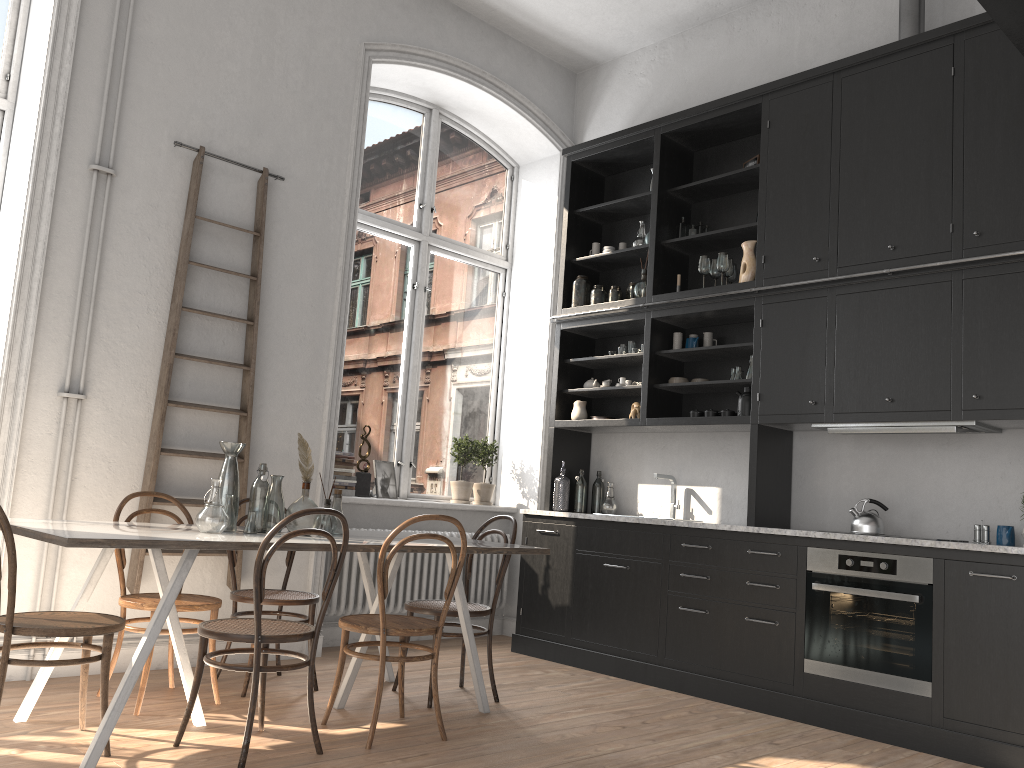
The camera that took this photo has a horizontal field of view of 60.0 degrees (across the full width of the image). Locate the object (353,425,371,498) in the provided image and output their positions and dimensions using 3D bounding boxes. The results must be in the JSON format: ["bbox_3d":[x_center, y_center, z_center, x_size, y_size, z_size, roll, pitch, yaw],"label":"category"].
[{"bbox_3d":[-0.999,0.516,5.973,0.122,0.487,0.102,6,-8,-19],"label":"object"}]

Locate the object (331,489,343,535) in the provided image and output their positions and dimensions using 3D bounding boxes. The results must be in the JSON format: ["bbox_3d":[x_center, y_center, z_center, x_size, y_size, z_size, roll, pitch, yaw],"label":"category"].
[{"bbox_3d":[-0.836,0.608,4.225,0.101,0.211,0.101,5,-7,-4],"label":"object"}]

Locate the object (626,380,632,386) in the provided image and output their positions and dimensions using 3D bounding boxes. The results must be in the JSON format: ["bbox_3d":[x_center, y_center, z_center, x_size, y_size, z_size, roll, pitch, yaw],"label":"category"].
[{"bbox_3d":[0.783,0.003,5.997,0.049,0.054,0.039,6,-8,-18],"label":"object"}]

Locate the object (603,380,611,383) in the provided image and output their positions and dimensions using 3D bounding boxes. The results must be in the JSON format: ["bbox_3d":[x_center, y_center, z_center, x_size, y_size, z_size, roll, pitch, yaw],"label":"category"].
[{"bbox_3d":[0.658,-0.009,6.174,0.055,0.047,0.058,8,-8,-28],"label":"object"}]

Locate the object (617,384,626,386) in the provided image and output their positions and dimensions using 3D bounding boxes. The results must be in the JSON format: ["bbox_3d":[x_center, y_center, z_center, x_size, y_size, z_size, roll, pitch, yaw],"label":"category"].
[{"bbox_3d":[0.756,0.016,6.052,0.085,0.016,0.085,6,-8,-12],"label":"object"}]

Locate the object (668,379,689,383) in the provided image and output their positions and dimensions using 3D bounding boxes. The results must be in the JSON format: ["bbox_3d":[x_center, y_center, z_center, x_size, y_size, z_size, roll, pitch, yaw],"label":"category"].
[{"bbox_3d":[-1.403,0.519,4.127,5.831,1.840,0.792,10,-9,-38],"label":"object"}]

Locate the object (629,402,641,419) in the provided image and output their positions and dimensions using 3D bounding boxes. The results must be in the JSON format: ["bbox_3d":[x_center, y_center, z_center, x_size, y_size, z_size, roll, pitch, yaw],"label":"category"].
[{"bbox_3d":[0.818,0.180,5.846,0.069,0.123,0.173,5,-8,-11],"label":"object"}]

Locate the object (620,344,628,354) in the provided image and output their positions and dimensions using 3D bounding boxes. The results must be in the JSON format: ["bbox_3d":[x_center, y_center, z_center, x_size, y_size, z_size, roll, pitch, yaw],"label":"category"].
[{"bbox_3d":[0.775,-0.220,6.170,0.060,0.107,0.060,2,-7,14],"label":"object"}]

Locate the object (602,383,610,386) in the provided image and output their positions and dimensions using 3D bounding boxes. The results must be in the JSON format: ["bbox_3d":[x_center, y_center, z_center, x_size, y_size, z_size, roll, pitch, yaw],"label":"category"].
[{"bbox_3d":[0.656,0.010,6.172,0.055,0.033,0.058,1,-8,21],"label":"object"}]

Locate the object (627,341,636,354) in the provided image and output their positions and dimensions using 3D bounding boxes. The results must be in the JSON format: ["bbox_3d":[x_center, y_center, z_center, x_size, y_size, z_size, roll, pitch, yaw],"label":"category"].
[{"bbox_3d":[0.813,-0.236,6.034,0.060,0.107,0.060,6,-8,-16],"label":"object"}]

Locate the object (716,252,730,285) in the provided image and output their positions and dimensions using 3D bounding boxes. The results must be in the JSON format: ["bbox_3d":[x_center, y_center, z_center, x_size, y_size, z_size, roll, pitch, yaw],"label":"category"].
[{"bbox_3d":[1.298,-0.695,5.468,0.083,0.221,0.083,4,-7,3],"label":"object"}]

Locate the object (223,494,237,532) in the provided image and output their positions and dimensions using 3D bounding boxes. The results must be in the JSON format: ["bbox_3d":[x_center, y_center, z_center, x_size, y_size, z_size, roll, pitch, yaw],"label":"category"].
[{"bbox_3d":[-1.208,0.550,3.777,0.083,0.157,0.084,-2,-10,42],"label":"object"}]

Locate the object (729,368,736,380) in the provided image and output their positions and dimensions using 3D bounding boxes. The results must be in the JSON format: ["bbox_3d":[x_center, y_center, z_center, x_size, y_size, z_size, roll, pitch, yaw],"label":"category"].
[{"bbox_3d":[1.363,-0.049,5.454,0.058,0.094,0.058,5,-7,-4],"label":"object"}]

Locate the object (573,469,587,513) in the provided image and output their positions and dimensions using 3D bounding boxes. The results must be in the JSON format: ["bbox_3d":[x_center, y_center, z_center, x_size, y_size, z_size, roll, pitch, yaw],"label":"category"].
[{"bbox_3d":[0.474,0.744,6.165,0.086,0.301,0.086,0,-8,32],"label":"object"}]

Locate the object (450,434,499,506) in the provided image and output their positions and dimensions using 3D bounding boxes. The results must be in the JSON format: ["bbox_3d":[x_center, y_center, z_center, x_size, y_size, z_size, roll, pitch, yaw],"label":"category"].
[{"bbox_3d":[-0.293,0.639,6.649,0.234,0.523,0.500,-1,-9,36],"label":"object"}]

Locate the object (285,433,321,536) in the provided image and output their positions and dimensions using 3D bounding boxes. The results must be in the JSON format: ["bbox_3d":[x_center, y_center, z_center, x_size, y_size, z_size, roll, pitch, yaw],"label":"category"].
[{"bbox_3d":[-0.915,0.447,3.944,0.157,0.445,0.157,7,-8,-25],"label":"object"}]

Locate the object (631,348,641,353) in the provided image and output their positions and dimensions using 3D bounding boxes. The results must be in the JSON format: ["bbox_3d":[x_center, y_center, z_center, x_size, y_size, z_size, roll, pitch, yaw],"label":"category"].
[{"bbox_3d":[0.836,-0.213,5.965,0.071,0.047,0.072,5,-8,-6],"label":"object"}]

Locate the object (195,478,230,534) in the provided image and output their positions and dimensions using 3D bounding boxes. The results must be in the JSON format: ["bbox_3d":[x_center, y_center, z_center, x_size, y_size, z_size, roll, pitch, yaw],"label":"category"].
[{"bbox_3d":[-1.210,0.495,3.602,0.132,0.219,0.132,-1,-9,36],"label":"object"}]

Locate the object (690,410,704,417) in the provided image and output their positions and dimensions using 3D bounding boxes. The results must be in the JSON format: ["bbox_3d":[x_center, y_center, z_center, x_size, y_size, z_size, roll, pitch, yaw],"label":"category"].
[{"bbox_3d":[1.146,0.188,5.498,0.104,0.059,0.088,-1,-9,35],"label":"object"}]

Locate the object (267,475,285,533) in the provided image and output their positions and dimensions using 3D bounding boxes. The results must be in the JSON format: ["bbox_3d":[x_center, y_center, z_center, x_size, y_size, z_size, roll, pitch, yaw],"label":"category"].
[{"bbox_3d":[-1.074,0.541,4.009,0.100,0.254,0.098,1,-8,23],"label":"object"}]

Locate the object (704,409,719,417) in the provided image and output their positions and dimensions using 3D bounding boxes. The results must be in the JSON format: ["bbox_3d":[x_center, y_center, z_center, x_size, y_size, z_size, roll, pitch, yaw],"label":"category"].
[{"bbox_3d":[1.218,0.182,5.412,0.104,0.059,0.088,1,-8,25],"label":"object"}]

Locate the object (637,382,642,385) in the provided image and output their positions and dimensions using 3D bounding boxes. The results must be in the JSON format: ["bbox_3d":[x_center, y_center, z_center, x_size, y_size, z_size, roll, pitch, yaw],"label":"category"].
[{"bbox_3d":[0.863,0.005,5.987,0.048,0.041,0.058,1,-8,24],"label":"object"}]

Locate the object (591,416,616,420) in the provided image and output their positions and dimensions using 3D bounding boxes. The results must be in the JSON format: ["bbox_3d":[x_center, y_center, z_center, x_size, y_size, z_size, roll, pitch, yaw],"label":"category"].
[{"bbox_3d":[0.632,0.252,6.155,0.180,0.037,0.180,-1,-9,31],"label":"object"}]

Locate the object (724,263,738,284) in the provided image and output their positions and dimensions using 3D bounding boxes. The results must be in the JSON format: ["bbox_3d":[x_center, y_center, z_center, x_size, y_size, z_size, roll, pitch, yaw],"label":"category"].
[{"bbox_3d":[1.403,-0.659,5.684,0.083,0.221,0.083,6,-7,-12],"label":"object"}]

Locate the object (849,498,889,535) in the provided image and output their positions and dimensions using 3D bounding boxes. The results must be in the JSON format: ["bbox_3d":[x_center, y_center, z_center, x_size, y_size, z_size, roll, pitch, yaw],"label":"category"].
[{"bbox_3d":[1.893,0.702,4.719,0.171,0.185,0.171,9,-9,-32],"label":"object"}]

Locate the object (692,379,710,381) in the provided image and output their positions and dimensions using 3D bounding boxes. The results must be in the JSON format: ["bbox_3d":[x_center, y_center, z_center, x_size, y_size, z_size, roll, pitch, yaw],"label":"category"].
[{"bbox_3d":[1.219,-0.009,5.725,0.112,0.035,0.113,4,-8,-1],"label":"object"}]

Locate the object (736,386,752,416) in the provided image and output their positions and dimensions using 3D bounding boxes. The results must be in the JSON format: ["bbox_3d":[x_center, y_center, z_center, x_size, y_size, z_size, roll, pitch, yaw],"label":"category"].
[{"bbox_3d":[1.412,0.112,5.286,0.124,0.191,0.129,6,-8,-16],"label":"object"}]

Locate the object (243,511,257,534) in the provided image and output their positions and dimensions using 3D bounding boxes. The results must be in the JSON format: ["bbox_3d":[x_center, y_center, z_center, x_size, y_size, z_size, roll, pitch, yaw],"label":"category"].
[{"bbox_3d":[-1.101,0.585,3.747,0.058,0.094,0.058,6,-8,-15],"label":"object"}]

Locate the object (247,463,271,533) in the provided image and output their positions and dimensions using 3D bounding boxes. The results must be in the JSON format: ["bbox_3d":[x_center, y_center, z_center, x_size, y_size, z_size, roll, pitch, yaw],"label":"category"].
[{"bbox_3d":[-1.104,0.498,3.882,0.086,0.301,0.086,0,-8,32],"label":"object"}]

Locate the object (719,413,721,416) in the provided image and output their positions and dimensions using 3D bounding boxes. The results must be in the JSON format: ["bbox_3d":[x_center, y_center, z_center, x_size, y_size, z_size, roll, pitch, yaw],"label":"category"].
[{"bbox_3d":[1.287,0.203,5.538,0.088,0.059,0.104,6,-8,-15],"label":"object"}]

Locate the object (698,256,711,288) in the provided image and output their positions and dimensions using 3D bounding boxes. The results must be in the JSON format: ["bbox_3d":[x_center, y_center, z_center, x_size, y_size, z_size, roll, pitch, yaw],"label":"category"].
[{"bbox_3d":[1.206,-0.689,5.561,0.083,0.221,0.083,6,-7,-12],"label":"object"}]

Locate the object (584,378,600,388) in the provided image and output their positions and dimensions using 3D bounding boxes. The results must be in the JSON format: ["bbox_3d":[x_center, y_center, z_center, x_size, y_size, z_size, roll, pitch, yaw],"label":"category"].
[{"bbox_3d":[0.569,0.007,6.307,0.125,0.100,0.140,0,-8,28],"label":"object"}]

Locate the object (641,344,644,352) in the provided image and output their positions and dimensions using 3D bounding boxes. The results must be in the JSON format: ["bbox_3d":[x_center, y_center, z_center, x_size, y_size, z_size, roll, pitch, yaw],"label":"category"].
[{"bbox_3d":[0.888,-0.228,5.908,0.064,0.069,0.064,-2,-9,39],"label":"object"}]

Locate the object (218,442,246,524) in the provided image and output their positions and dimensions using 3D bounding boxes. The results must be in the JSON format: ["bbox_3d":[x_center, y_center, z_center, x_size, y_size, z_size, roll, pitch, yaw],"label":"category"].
[{"bbox_3d":[-1.249,0.449,3.901,0.116,0.382,0.116,9,-8,-32],"label":"object"}]

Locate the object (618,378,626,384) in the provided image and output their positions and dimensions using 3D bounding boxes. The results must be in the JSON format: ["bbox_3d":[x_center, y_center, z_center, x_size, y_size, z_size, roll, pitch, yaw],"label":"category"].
[{"bbox_3d":[0.755,-0.015,6.062,0.039,0.055,0.049,7,-8,-23],"label":"object"}]

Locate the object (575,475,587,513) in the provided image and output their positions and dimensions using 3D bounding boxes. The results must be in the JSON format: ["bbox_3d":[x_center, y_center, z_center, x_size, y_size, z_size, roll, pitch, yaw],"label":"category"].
[{"bbox_3d":[0.488,0.760,6.288,0.086,0.301,0.086,8,-8,-29],"label":"object"}]

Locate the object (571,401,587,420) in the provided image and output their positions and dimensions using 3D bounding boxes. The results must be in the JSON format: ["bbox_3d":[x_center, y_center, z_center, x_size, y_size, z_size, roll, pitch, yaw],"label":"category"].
[{"bbox_3d":[0.476,0.196,6.227,0.115,0.144,0.127,1,-8,25],"label":"object"}]

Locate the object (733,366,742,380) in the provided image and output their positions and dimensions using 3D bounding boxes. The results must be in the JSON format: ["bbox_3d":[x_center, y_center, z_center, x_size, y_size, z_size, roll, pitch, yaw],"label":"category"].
[{"bbox_3d":[1.373,-0.058,5.383,0.058,0.094,0.058,5,-7,-4],"label":"object"}]

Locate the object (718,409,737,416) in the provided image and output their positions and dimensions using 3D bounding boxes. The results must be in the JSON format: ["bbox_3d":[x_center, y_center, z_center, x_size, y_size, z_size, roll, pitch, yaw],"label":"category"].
[{"bbox_3d":[1.303,0.180,5.354,0.104,0.059,0.088,9,-9,-35],"label":"object"}]

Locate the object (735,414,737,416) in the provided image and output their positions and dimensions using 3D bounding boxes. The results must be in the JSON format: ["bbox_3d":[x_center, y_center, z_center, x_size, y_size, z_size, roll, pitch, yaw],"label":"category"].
[{"bbox_3d":[1.363,0.199,5.465,0.104,0.059,0.088,3,-8,10],"label":"object"}]

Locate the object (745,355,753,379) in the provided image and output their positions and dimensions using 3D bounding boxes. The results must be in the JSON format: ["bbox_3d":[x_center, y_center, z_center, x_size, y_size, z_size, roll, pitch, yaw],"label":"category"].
[{"bbox_3d":[1.442,-0.093,5.320,0.083,0.157,0.084,0,-8,31],"label":"object"}]

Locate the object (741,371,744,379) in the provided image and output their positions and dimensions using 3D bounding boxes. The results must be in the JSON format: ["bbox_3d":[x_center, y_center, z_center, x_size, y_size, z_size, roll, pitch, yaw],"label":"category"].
[{"bbox_3d":[1.427,-0.034,5.533,0.058,0.094,0.058,1,-8,23],"label":"object"}]

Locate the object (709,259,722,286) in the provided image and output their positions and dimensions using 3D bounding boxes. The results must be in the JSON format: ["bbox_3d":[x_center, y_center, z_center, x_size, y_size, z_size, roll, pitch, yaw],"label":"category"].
[{"bbox_3d":[1.291,-0.676,5.620,0.083,0.221,0.083,-2,-9,38],"label":"object"}]

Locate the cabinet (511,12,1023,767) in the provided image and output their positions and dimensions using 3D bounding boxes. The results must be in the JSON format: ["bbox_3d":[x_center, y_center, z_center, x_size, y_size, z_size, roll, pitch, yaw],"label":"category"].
[{"bbox_3d":[1.449,-0.015,5.190,0.635,3.579,3.251,11,-10,-43],"label":"cabinet"}]

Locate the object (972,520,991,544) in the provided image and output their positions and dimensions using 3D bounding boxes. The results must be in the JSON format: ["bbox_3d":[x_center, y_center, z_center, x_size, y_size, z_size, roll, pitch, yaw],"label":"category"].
[{"bbox_3d":[2.336,0.734,4.408,0.040,0.116,0.080,10,-9,-38],"label":"object"}]

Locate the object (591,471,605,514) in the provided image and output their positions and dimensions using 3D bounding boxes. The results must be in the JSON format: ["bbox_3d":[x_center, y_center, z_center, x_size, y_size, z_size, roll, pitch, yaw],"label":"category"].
[{"bbox_3d":[0.607,0.764,6.255,0.086,0.301,0.086,4,-7,2],"label":"object"}]

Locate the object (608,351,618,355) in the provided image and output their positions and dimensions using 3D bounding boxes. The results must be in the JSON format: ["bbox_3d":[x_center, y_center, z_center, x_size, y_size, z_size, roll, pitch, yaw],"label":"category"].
[{"bbox_3d":[0.698,-0.199,6.138,0.071,0.047,0.072,5,-8,-6],"label":"object"}]

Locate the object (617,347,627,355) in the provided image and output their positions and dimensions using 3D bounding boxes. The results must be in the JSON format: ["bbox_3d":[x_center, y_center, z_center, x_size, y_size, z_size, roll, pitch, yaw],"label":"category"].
[{"bbox_3d":[0.752,-0.215,6.075,0.064,0.069,0.064,3,-7,4],"label":"object"}]

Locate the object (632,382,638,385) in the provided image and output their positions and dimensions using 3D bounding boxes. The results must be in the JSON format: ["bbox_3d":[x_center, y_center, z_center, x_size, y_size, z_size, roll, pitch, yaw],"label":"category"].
[{"bbox_3d":[0.839,0.009,5.999,0.049,0.040,0.056,1,-8,19],"label":"object"}]

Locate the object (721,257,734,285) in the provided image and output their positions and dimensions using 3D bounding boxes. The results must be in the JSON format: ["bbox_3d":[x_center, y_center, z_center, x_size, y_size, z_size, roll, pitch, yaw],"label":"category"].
[{"bbox_3d":[1.349,-0.680,5.560,0.083,0.221,0.083,11,-10,-44],"label":"object"}]

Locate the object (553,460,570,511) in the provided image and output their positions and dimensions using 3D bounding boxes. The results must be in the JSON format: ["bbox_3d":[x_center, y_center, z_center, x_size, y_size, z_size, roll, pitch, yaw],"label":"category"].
[{"bbox_3d":[0.346,0.703,6.134,0.109,0.349,0.109,0,-8,27],"label":"object"}]

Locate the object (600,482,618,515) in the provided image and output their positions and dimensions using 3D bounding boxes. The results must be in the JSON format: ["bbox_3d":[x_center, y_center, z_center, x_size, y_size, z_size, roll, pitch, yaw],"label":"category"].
[{"bbox_3d":[0.677,0.794,6.145,0.132,0.219,0.120,11,-10,-43],"label":"object"}]

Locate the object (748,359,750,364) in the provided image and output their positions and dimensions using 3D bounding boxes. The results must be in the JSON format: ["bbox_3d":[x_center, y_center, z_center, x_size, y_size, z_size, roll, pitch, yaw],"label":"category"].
[{"bbox_3d":[1.471,-0.073,5.457,0.083,0.157,0.083,9,-9,-32],"label":"object"}]

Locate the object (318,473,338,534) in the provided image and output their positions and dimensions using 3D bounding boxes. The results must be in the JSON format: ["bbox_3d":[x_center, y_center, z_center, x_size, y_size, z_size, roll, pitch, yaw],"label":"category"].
[{"bbox_3d":[-0.853,0.555,4.106,0.107,0.283,0.107,-2,-10,41],"label":"object"}]
